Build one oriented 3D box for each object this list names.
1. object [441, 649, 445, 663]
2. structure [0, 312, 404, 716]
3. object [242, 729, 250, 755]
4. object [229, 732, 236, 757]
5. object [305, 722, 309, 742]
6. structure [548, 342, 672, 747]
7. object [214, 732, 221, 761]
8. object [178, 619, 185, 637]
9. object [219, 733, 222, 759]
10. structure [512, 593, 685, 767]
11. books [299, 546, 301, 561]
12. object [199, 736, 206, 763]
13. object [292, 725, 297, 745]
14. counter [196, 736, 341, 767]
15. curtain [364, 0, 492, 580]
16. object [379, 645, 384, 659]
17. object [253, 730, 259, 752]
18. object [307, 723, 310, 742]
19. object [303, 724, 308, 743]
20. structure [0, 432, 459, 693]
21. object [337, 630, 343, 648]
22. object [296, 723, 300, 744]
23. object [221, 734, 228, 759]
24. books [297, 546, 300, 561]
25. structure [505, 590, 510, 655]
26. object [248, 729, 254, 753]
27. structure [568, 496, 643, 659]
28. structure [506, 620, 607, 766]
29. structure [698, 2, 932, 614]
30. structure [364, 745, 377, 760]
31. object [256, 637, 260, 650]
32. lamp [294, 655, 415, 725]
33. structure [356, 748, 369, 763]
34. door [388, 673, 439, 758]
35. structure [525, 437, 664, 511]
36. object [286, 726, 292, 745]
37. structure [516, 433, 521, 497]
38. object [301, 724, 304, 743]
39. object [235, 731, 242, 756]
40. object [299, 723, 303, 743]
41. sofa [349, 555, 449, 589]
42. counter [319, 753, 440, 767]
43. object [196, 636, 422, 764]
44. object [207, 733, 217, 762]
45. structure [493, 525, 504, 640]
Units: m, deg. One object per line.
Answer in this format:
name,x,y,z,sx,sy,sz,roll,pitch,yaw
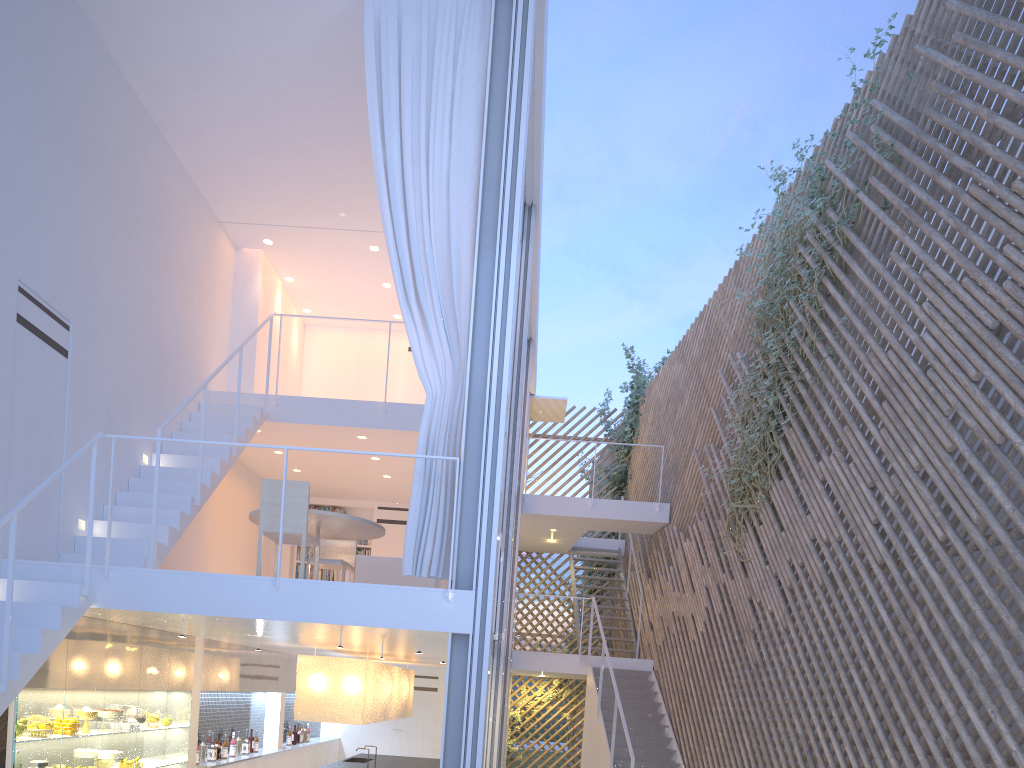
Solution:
object,-0.373,1.482,4.479,0.029,0.076,0.030,4,-2,13
structure,-1.082,0.524,3.166,1.731,3.132,3.885,4,-12,2
object,-2.000,2.693,6.195,0.046,0.195,0.048,4,0,3
object,-2.014,2.603,5.942,0.044,0.179,0.044,4,0,3
object,-1.975,3.334,7.882,0.047,0.195,0.047,4,0,43
structure,1.073,2.194,9.710,1.119,4.313,3.464,4,-7,0
object,-2.031,2.038,4.596,0.106,0.269,2.225,4,-20,4
object,-1.401,1.038,3.497,0.029,0.076,0.030,4,-2,13
object,-2.060,2.053,4.642,0.067,0.269,2.301,4,-20,3
structure,0.650,2.435,6.119,1.189,1.859,2.070,4,-11,-4
books,-1.802,1.456,7.051,0.015,0.136,0.092,4,-6,2
object,-2.061,1.993,4.482,0.046,0.269,2.009,4,-20,4
object,-1.970,3.177,7.454,0.044,0.186,0.046,4,0,-7
counter,-2.003,3.317,7.022,0.233,0.403,3.902,4,-20,2
curtain,-0.398,-0.398,3.243,0.517,2.326,0.098,4,1,-2
object,-0.708,1.460,4.484,0.029,0.076,0.030,4,-2,13
object,-2.000,2.794,6.433,0.043,0.174,0.042,4,0,-28
object,-1.973,3.365,7.945,0.043,0.179,0.044,4,0,14
object,-1.968,3.319,7.819,0.046,0.179,0.046,4,0,2
structure,-0.953,0.832,2.436,1.366,1.706,1.518,4,-8,2
object,-0.725,1.081,3.487,0.029,0.076,0.030,4,-2,13
object,-1.983,3.228,7.604,0.046,0.196,0.047,4,0,1
object,-2.038,2.024,4.566,0.058,0.273,2.607,4,-20,3
books,-1.818,1.461,7.048,0.015,0.123,0.099,4,-8,3
structure,-0.062,1.662,5.994,0.028,0.515,1.825,4,-19,3
object,-2.017,2.760,6.364,0.044,0.186,0.046,4,0,-7
structure,0.891,1.837,8.077,0.538,1.800,1.312,4,-7,-3
structure,0.417,3.453,8.901,1.145,1.921,0.295,4,1,1
structure,1.628,-0.083,4.580,0.746,2.588,2.476,4,-9,-6
structure,-1.218,3.167,7.072,0.113,0.119,0.035,4,-1,1
object,-1.383,1.417,4.495,0.029,0.076,0.030,4,-2,13
lamp,-1.133,2.372,6.353,0.448,0.394,2.474,4,-20,2
structure,-1.224,3.038,6.733,0.113,0.119,0.035,4,-1,1
door,-1.672,2.637,6.172,0.478,1.100,5.933,4,-19,14
structure,0.693,0.764,6.959,1.139,0.549,0.027,4,1,1
object,-1.988,3.142,7.348,0.043,0.174,0.042,4,0,-28
structure,0.031,0.337,5.964,0.028,0.515,1.825,4,-19,3
object,-1.984,3.296,7.764,0.047,0.179,0.045,4,0,-42
object,-2.019,2.652,6.068,0.046,0.179,0.045,4,0,-41
object,-1.985,3.262,7.691,0.046,0.195,0.048,4,0,3
sofa,-0.677,1.349,5.169,0.500,0.344,1.055,4,-18,2
counter,-1.030,3.160,6.371,0.815,0.349,2.702,3,-20,2
object,-1.255,1.749,4.380,1.674,0.770,1.973,4,-18,0
object,-2.032,2.020,4.549,0.047,0.269,2.141,4,-20,3
structure,-0.094,0.957,4.141,0.028,0.515,1.823,4,-19,3
